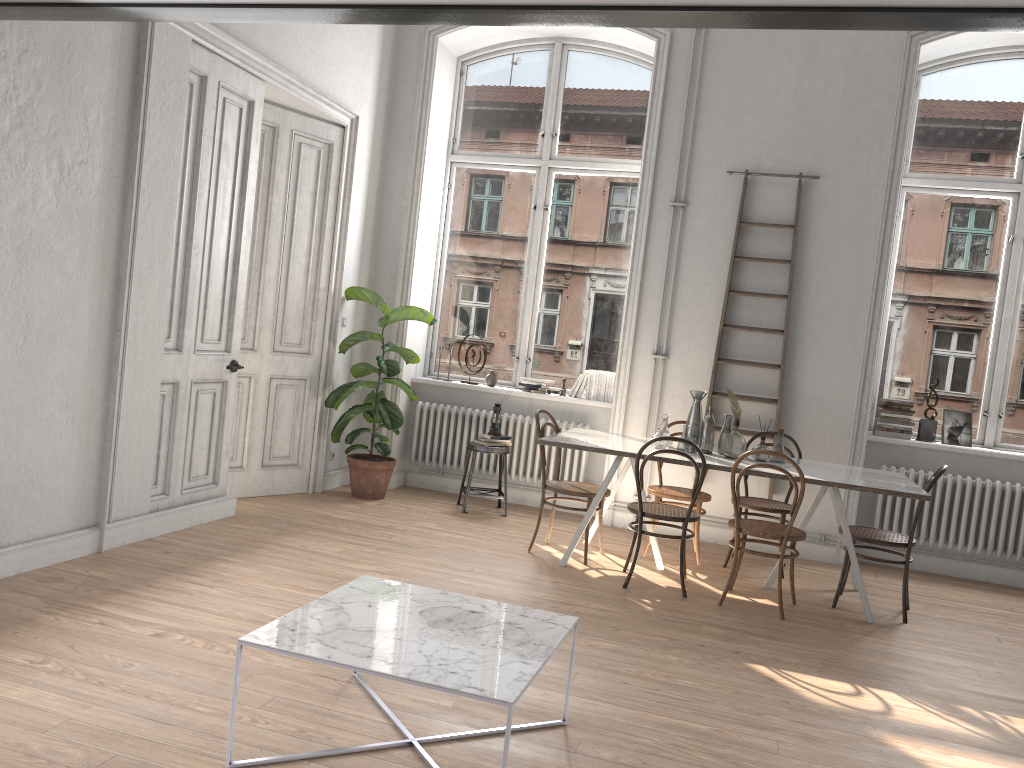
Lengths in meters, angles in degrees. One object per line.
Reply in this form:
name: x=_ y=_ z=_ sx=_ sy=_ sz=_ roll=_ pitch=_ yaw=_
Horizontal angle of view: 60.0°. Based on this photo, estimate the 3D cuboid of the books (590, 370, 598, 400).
books: x=0.687 y=0.009 z=7.295 sx=0.024 sy=0.243 sz=0.175 roll=7 pitch=3 yaw=16

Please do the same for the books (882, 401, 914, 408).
books: x=2.894 y=0.151 z=6.655 sx=0.205 sy=0.020 sz=0.155 roll=7 pitch=3 yaw=16

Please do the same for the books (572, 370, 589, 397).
books: x=0.573 y=-0.003 z=7.337 sx=0.100 sy=0.235 sz=0.174 roll=7 pitch=3 yaw=16

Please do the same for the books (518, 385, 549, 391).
books: x=0.182 y=0.033 z=7.438 sx=0.205 sy=0.022 sz=0.155 roll=9 pitch=4 yaw=36

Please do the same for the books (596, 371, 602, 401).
books: x=0.734 y=0.013 z=7.309 sx=0.019 sy=0.244 sz=0.174 roll=7 pitch=3 yaw=16

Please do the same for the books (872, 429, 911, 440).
books: x=2.850 y=0.377 z=6.662 sx=0.248 sy=0.043 sz=0.192 roll=7 pitch=3 yaw=16

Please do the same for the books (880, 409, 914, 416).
books: x=2.887 y=0.214 z=6.658 sx=0.205 sy=0.022 sz=0.155 roll=7 pitch=3 yaw=11

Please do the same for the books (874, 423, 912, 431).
books: x=2.858 y=0.322 z=6.657 sx=0.249 sy=0.023 sz=0.175 roll=7 pitch=3 yaw=17

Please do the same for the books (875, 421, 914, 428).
books: x=2.874 y=0.304 z=6.668 sx=0.255 sy=0.014 sz=0.192 roll=7 pitch=3 yaw=19

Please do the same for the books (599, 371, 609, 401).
books: x=0.756 y=0.016 z=7.308 sx=0.024 sy=0.243 sz=0.175 roll=7 pitch=3 yaw=16

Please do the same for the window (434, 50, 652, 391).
window: x=0.241 y=-1.413 z=7.570 sx=1.622 sy=2.844 sz=0.013 roll=7 pitch=3 yaw=16

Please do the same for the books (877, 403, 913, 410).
books: x=2.879 y=0.171 z=6.660 sx=0.231 sy=0.023 sz=0.162 roll=8 pitch=3 yaw=32

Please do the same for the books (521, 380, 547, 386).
books: x=0.187 y=-0.009 z=7.421 sx=0.205 sy=0.020 sz=0.155 roll=7 pitch=3 yaw=6

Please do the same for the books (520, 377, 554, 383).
books: x=0.214 y=-0.032 z=7.434 sx=0.243 sy=0.019 sz=0.174 roll=8 pitch=3 yaw=26

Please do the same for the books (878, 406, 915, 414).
books: x=2.884 y=0.193 z=6.659 sx=0.243 sy=0.019 sz=0.174 roll=7 pitch=3 yaw=16

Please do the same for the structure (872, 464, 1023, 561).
structure: x=3.393 y=0.951 z=6.367 sx=1.577 sy=0.552 sz=0.194 roll=7 pitch=3 yaw=16

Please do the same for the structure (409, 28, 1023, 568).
structure: x=1.812 y=-1.014 z=6.699 sx=5.180 sy=4.476 sz=0.340 roll=7 pitch=3 yaw=16

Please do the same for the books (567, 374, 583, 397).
books: x=0.535 y=0.012 z=7.353 sx=0.105 sy=0.194 sz=0.155 roll=7 pitch=3 yaw=15

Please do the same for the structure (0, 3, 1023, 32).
structure: x=0.151 y=-1.737 z=0.887 sx=5.925 sy=1.213 sz=4.157 roll=7 pitch=3 yaw=16

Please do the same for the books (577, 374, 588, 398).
books: x=0.596 y=0.016 z=7.333 sx=0.072 sy=0.203 sz=0.155 roll=7 pitch=3 yaw=16

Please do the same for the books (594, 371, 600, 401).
books: x=0.710 y=0.011 z=7.298 sx=0.019 sy=0.244 sz=0.174 roll=7 pitch=3 yaw=16

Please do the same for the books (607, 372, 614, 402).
books: x=0.819 y=0.024 z=7.289 sx=0.024 sy=0.243 sz=0.175 roll=7 pitch=3 yaw=16

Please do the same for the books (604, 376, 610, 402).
books: x=0.789 y=0.040 z=7.277 sx=0.020 sy=0.205 sz=0.155 roll=7 pitch=3 yaw=16

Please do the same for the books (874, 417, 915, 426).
books: x=2.875 y=0.283 z=6.668 sx=0.245 sy=0.028 sz=0.193 roll=7 pitch=3 yaw=11

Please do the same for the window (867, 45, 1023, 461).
window: x=11.056 y=-4.563 z=7.466 sx=14.381 sy=15.943 sz=26.393 roll=7 pitch=3 yaw=16

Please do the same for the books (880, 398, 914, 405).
books: x=2.894 y=0.129 z=6.665 sx=0.201 sy=0.024 sz=0.159 roll=7 pitch=3 yaw=6

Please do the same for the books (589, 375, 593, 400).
books: x=0.666 y=0.025 z=7.312 sx=0.020 sy=0.205 sz=0.155 roll=7 pitch=3 yaw=16

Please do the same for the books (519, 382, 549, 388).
books: x=0.186 y=0.012 z=7.435 sx=0.221 sy=0.023 sz=0.147 roll=8 pitch=3 yaw=32

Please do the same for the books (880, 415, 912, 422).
books: x=2.881 y=0.259 z=6.661 sx=0.205 sy=0.022 sz=0.155 roll=8 pitch=3 yaw=30

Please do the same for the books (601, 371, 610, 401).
books: x=0.770 y=0.019 z=7.281 sx=0.019 sy=0.244 sz=0.174 roll=7 pitch=3 yaw=16

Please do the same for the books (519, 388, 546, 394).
books: x=0.174 y=0.055 z=7.444 sx=0.147 sy=0.023 sz=0.221 roll=5 pitch=3 yaw=-25

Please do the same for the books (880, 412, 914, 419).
books: x=2.889 y=0.236 z=6.664 sx=0.222 sy=0.024 sz=0.158 roll=7 pitch=3 yaw=16

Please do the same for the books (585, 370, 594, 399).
books: x=0.649 y=0.003 z=7.338 sx=0.024 sy=0.243 sz=0.175 roll=7 pitch=3 yaw=16

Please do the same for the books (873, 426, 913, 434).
books: x=2.855 y=0.345 z=6.658 sx=0.249 sy=0.023 sz=0.175 roll=7 pitch=3 yaw=12
